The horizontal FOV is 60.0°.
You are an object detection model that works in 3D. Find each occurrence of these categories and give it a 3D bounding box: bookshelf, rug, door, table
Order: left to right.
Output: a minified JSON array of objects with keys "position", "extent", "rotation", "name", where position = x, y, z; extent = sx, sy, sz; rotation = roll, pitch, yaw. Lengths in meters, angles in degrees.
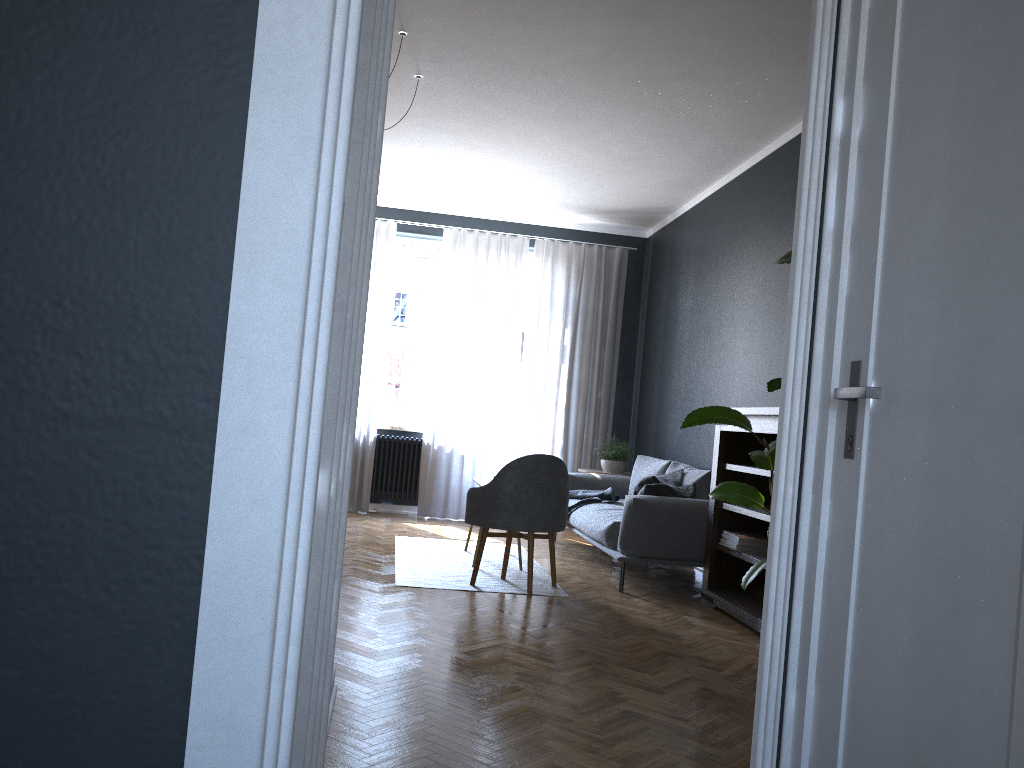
[{"position":[-0.293,1.215,6.038],"extent":[1.004,0.013,2.012],"rotation":[5,-2,-7],"name":"rug"},{"position":[-0.117,0.963,6.201],"extent":[0.339,0.549,0.788],"rotation":[5,-2,-7],"name":"table"},{"position":[1.490,0.721,4.481],"extent":[0.451,1.171,1.919],"rotation":[5,-2,-7],"name":"bookshelf"},{"position":[0.794,0.023,1.604],"extent":[0.162,2.186,0.857],"rotation":[5,-2,-7],"name":"door"}]

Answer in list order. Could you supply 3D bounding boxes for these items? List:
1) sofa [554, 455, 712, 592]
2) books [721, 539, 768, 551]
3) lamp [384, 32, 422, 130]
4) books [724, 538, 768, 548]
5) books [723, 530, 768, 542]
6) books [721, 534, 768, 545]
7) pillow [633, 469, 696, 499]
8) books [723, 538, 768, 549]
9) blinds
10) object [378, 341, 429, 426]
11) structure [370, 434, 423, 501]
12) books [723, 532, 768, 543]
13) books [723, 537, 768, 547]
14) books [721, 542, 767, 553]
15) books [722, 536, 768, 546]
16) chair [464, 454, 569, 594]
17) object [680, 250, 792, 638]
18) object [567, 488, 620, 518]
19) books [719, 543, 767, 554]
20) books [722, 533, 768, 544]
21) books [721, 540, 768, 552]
[{"position":[0.955,0.948,6.554],"extent":[0.970,0.798,2.341],"rotation":[5,-2,-8],"name":"sofa"},{"position":[1.347,0.921,5.085],"extent":[0.218,0.013,0.305],"rotation":[5,-2,-3],"name":"books"},{"position":[-1.255,-1.128,5.296],"extent":[1.590,1.573,0.583],"rotation":[4,-2,24],"name":"lamp"},{"position":[1.355,0.911,5.085],"extent":[0.218,0.008,0.288],"rotation":[5,-2,-1],"name":"books"},{"position":[1.360,0.870,5.077],"extent":[0.218,0.013,0.305],"rotation":[5,-2,-3],"name":"books"},{"position":[1.352,0.893,5.078],"extent":[0.218,0.008,0.305],"rotation":[5,-2,-4],"name":"books"},{"position":[0.999,0.746,5.935],"extent":[0.442,0.361,0.798],"rotation":[5,-2,11],"name":"pillow"},{"position":[1.354,0.916,5.085],"extent":[0.218,0.008,0.288],"rotation":[5,-2,-1],"name":"books"},{"position":[-0.873,-0.138,8.517],"extent":[3.993,2.787,0.312],"rotation":[5,-2,-7],"name":"blinds"},{"position":[-1.145,-0.003,8.569],"extent":[0.515,0.809,0.599],"rotation":[6,-2,-33],"name":"object"},{"position":[-1.651,0.749,8.464],"extent":[1.847,0.600,0.216],"rotation":[5,-2,-7],"name":"structure"},{"position":[1.360,0.879,5.078],"extent":[0.218,0.008,0.305],"rotation":[5,-2,-3],"name":"books"},{"position":[1.357,0.905,5.077],"extent":[0.218,0.006,0.305],"rotation":[5,-2,-3],"name":"books"},{"position":[1.347,0.937,5.085],"extent":[0.218,0.007,0.305],"rotation":[5,-2,-3],"name":"books"},{"position":[1.353,0.900,5.080],"extent":[0.218,0.008,0.288],"rotation":[5,-2,-3],"name":"books"},{"position":[0.073,0.807,5.289],"extent":[0.645,0.811,0.494],"rotation":[6,-2,-29],"name":"chair"},{"position":[1.262,0.286,3.181],"extent":[1.118,1.898,0.764],"rotation":[6,-2,-14],"name":"object"},{"position":[0.574,0.960,7.085],"extent":[0.490,0.329,0.667],"rotation":[5,-2,-2],"name":"object"},{"position":[1.346,0.944,5.083],"extent":[0.218,0.008,0.304],"rotation":[5,-2,-8],"name":"books"},{"position":[1.355,0.886,5.078],"extent":[0.218,0.008,0.305],"rotation":[5,-2,-4],"name":"books"},{"position":[1.348,0.929,5.084],"extent":[0.218,0.008,0.305],"rotation":[5,-2,-3],"name":"books"}]
